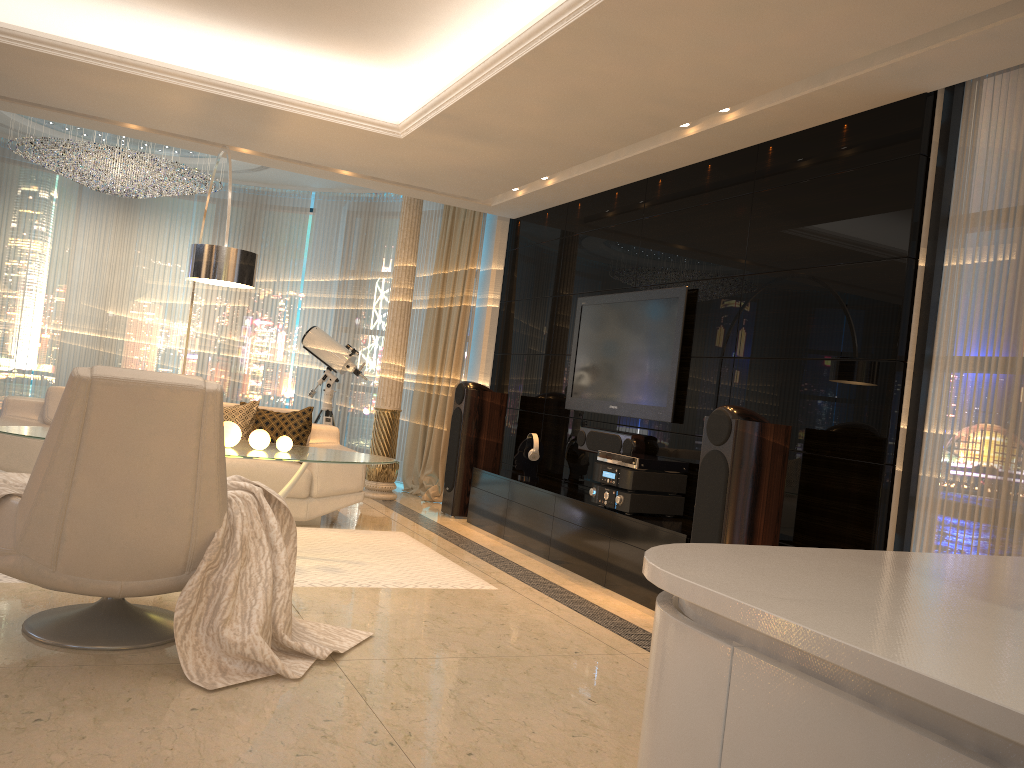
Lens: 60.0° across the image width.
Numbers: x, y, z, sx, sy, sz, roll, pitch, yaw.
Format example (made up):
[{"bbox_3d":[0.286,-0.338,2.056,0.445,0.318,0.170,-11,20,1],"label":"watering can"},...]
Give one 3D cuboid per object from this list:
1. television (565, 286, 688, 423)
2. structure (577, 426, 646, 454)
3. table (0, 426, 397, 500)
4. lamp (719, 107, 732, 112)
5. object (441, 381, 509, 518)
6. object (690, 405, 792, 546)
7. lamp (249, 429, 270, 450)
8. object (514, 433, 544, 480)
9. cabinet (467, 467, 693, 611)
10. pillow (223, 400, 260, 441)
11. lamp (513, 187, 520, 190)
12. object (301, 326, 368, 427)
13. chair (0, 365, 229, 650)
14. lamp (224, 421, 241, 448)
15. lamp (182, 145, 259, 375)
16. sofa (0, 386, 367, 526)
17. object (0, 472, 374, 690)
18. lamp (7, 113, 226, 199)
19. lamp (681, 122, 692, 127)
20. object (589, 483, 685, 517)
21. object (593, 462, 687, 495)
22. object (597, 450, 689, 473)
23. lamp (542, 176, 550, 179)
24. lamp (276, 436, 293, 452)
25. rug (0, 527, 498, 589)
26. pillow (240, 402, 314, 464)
[{"bbox_3d":[0.754,-0.202,6.024,0.055,0.839,1.358,7,-1,-25],"label":"television"},{"bbox_3d":[0.658,0.400,5.991,0.107,0.179,0.745,7,-1,-25],"label":"structure"},{"bbox_3d":[-1.701,0.618,4.919,2.140,0.565,0.999,7,-1,-26],"label":"table"},{"bbox_3d":[1.111,-1.497,4.659,0.107,0.127,0.107,7,-1,-6],"label":"lamp"},{"bbox_3d":[-0.284,0.552,7.416,0.468,1.127,0.285,7,-1,-25],"label":"object"},{"bbox_3d":[1.143,0.679,4.362,0.468,1.127,0.285,7,-1,-25],"label":"object"},{"bbox_3d":[-1.407,0.310,4.944,0.115,0.115,0.115,7,-1,0],"label":"lamp"},{"bbox_3d":[0.141,0.543,6.697,0.197,0.343,0.197,6,-1,29],"label":"object"},{"bbox_3d":[0.450,0.962,5.899,0.416,0.444,2.842,7,-1,-25],"label":"cabinet"},{"bbox_3d":[-2.090,0.301,6.247,0.575,0.436,0.301,7,-1,-19],"label":"pillow"},{"bbox_3d":[0.020,-1.594,6.992,0.107,0.127,0.107,7,-1,-44],"label":"lamp"},{"bbox_3d":[-1.652,0.226,7.955,0.616,1.471,0.570,7,-1,-19],"label":"object"},{"bbox_3d":[-1.412,0.433,3.249,1.027,0.991,0.983,7,-1,-26],"label":"chair"},{"bbox_3d":[-1.561,0.277,4.871,0.143,0.143,0.143,7,-1,-41],"label":"lamp"},{"bbox_3d":[-2.123,-0.383,6.067,0.393,2.519,2.009,7,-1,-25],"label":"lamp"},{"bbox_3d":[-2.275,0.490,6.156,2.328,0.754,1.145,7,-1,-25],"label":"sofa"},{"bbox_3d":[-1.272,0.650,3.383,1.347,0.580,0.972,7,-1,12],"label":"object"},{"bbox_3d":[-3.643,-2.092,8.261,2.109,0.685,2.109,6,-1,20],"label":"lamp"},{"bbox_3d":[0.964,-1.510,4.973,0.107,0.127,0.107,7,-1,-44],"label":"lamp"},{"bbox_3d":[0.730,0.698,5.343,0.419,0.130,0.446,7,-1,-25],"label":"object"},{"bbox_3d":[0.750,0.569,5.347,0.407,0.130,0.446,7,-1,-25],"label":"object"},{"bbox_3d":[0.782,0.472,5.356,0.371,0.070,0.441,7,-1,-25],"label":"object"},{"bbox_3d":[0.235,-1.575,6.532,0.107,0.127,0.107,7,-1,-44],"label":"lamp"},{"bbox_3d":[-1.284,0.338,5.003,0.090,0.091,0.090,6,-1,25],"label":"lamp"},{"bbox_3d":[-1.709,0.914,4.917,2.900,0.020,1.661,7,-1,-25],"label":"rug"},{"bbox_3d":[-1.719,0.347,6.395,0.575,0.436,0.301,7,-1,6],"label":"pillow"}]
